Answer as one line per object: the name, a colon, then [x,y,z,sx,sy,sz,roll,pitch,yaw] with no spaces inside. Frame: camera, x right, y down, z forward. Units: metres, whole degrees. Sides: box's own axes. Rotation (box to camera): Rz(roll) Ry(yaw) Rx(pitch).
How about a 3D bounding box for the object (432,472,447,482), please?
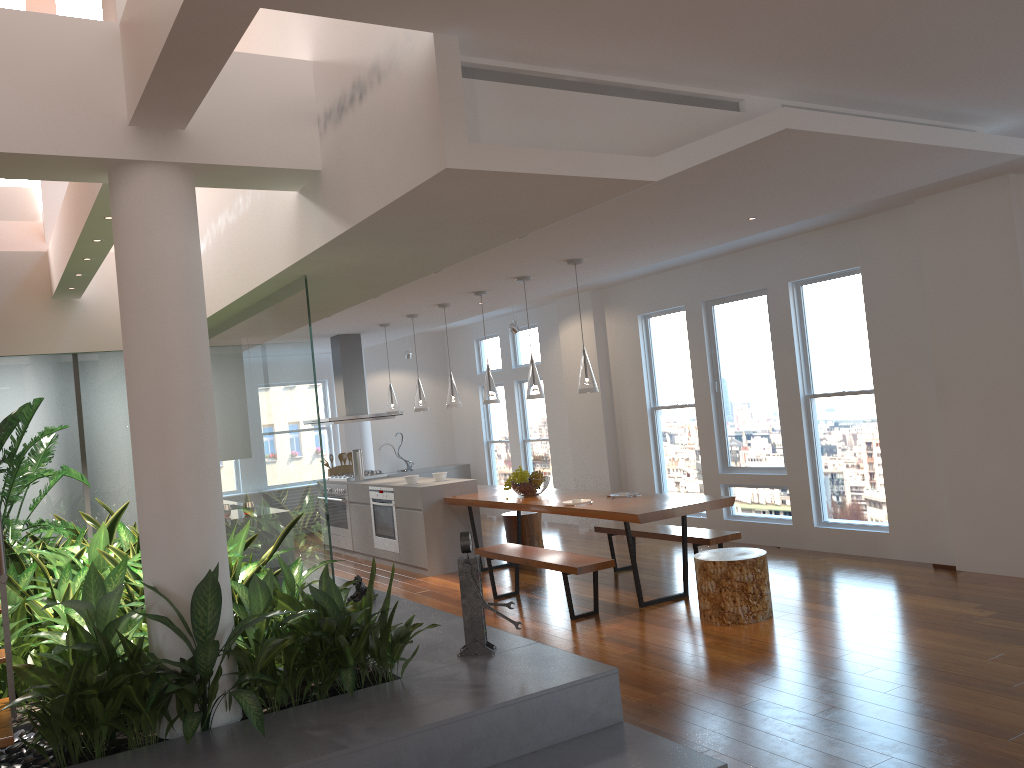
object: [-0.712,0.919,8.770,0.152,0.082,0.152,-6,-2,20]

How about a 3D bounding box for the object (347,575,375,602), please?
object: [-0.964,1.285,5.582,0.181,0.155,0.216,-6,-2,24]

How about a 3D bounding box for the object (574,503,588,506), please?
object: [0.539,0.909,6.705,0.164,0.006,0.017,-5,-2,-26]

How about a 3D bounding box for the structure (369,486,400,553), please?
structure: [-1.299,1.375,9.052,0.072,0.648,0.644,-5,-2,-31]

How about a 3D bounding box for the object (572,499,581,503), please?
object: [0.497,0.902,6.798,0.079,0.030,0.070,-6,-2,22]

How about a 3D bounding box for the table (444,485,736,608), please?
table: [-0.297,1.397,8.607,0.893,0.704,5.996,-5,-2,-31]

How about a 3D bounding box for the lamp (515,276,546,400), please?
lamp: [0.140,-0.408,7.182,0.160,1.060,0.160,-6,-2,-4]

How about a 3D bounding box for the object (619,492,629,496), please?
object: [0.881,0.869,6.976,0.079,0.030,0.070,-6,-2,12]

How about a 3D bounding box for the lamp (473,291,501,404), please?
lamp: [-0.230,-0.355,7.800,0.160,1.060,0.160,-6,-2,-4]

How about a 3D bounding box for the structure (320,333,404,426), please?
structure: [-1.933,-0.248,10.443,0.909,1.405,0.900,-5,-2,-31]

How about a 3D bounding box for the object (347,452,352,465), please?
object: [-1.984,0.983,10.852,0.068,0.298,0.039,-5,-2,-31]

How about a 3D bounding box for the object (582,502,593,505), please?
object: [0.555,0.902,6.676,0.149,0.014,0.044,-5,-2,-33]

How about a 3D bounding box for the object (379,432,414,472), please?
object: [-1.611,0.967,12.538,0.210,0.563,0.590,-7,-2,30]

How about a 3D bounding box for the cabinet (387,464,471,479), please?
cabinet: [-1.242,1.585,12.757,1.309,0.725,0.420,-5,-2,-31]

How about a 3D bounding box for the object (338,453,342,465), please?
object: [-2.076,0.991,10.816,0.061,0.299,0.040,-5,-2,-34]

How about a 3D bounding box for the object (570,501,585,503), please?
object: [0.498,0.912,6.798,0.124,0.011,0.124,-5,-2,-10]

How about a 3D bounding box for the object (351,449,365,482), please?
object: [-1.720,0.914,9.968,0.120,0.356,0.172,-6,-2,17]

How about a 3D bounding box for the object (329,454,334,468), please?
object: [-2.178,0.998,10.754,0.055,0.299,0.027,-5,-2,-31]

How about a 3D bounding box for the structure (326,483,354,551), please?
structure: [-1.808,1.504,10.387,0.649,0.735,0.890,-5,-2,-31]

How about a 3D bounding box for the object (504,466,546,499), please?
object: [0.124,0.843,7.737,0.292,0.284,0.394,-6,-2,23]

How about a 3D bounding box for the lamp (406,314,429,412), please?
lamp: [-0.972,-0.248,9.037,0.160,1.060,0.160,-6,-2,-4]

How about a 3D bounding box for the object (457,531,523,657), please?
object: [-0.118,0.959,4.111,0.318,0.565,0.134,-6,-2,5]

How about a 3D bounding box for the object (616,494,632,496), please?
object: [0.882,0.879,6.975,0.124,0.011,0.124,-7,-2,41]

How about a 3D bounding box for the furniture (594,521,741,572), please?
furniture: [1.235,1.369,7.184,0.316,0.389,1.433,-5,-2,-31]

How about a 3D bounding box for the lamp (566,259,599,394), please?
lamp: [0.511,-0.461,6.563,0.160,1.060,0.160,-6,-2,-4]

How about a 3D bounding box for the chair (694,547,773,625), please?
chair: [1.431,1.301,5.743,0.460,0.400,0.460,-5,-2,-21]

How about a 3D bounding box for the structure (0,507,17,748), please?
structure: [-2.711,-0.378,5.247,2.552,4.265,4.591,-5,-2,-31]

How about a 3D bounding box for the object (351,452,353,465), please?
object: [-1.961,0.982,10.886,0.057,0.294,0.030,-5,-2,-31]

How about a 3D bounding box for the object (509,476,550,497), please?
object: [0.160,0.903,7.736,0.360,0.159,0.360,-6,-2,22]

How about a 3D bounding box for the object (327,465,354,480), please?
object: [-2.064,1.069,10.805,0.353,0.157,0.084,-5,-2,-31]

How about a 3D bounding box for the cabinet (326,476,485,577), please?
cabinet: [-1.305,1.460,9.630,0.597,0.832,2.936,-5,-2,-31]

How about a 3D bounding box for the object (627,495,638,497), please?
object: [0.947,0.865,6.892,0.158,0.017,0.019,-4,-2,-36]

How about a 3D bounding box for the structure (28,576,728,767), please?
structure: [-1.986,1.634,4.733,3.088,0.386,5.584,-5,-2,-31]

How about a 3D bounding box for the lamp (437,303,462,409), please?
lamp: [-0.601,-0.301,8.419,0.160,1.060,0.160,-6,-2,-4]

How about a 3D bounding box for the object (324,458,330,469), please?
object: [-2.206,1.018,10.733,0.199,0.259,0.016,-5,-2,-21]

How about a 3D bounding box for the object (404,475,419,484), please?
object: [-0.988,0.946,8.747,0.152,0.082,0.152,-6,-2,8]

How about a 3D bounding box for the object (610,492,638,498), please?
object: [0.881,0.875,6.976,0.222,0.020,0.222,-4,-2,-39]

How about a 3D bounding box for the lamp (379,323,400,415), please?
lamp: [-1.343,-0.195,9.655,0.160,1.060,0.160,-6,-2,-4]

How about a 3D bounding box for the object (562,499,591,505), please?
object: [0.497,0.908,6.798,0.222,0.020,0.222,-6,-2,9]

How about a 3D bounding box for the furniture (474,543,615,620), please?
furniture: [0.217,1.452,6.567,0.316,0.389,1.433,-5,-2,-31]

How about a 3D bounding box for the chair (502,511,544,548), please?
chair: [0.118,1.489,8.699,0.396,0.455,0.402,-4,-2,-41]

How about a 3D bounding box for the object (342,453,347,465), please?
object: [-2.037,0.987,10.817,0.057,0.299,0.019,-5,-2,-31]

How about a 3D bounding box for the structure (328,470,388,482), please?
structure: [-1.819,1.079,10.430,0.520,0.073,0.650,-5,-2,-31]
